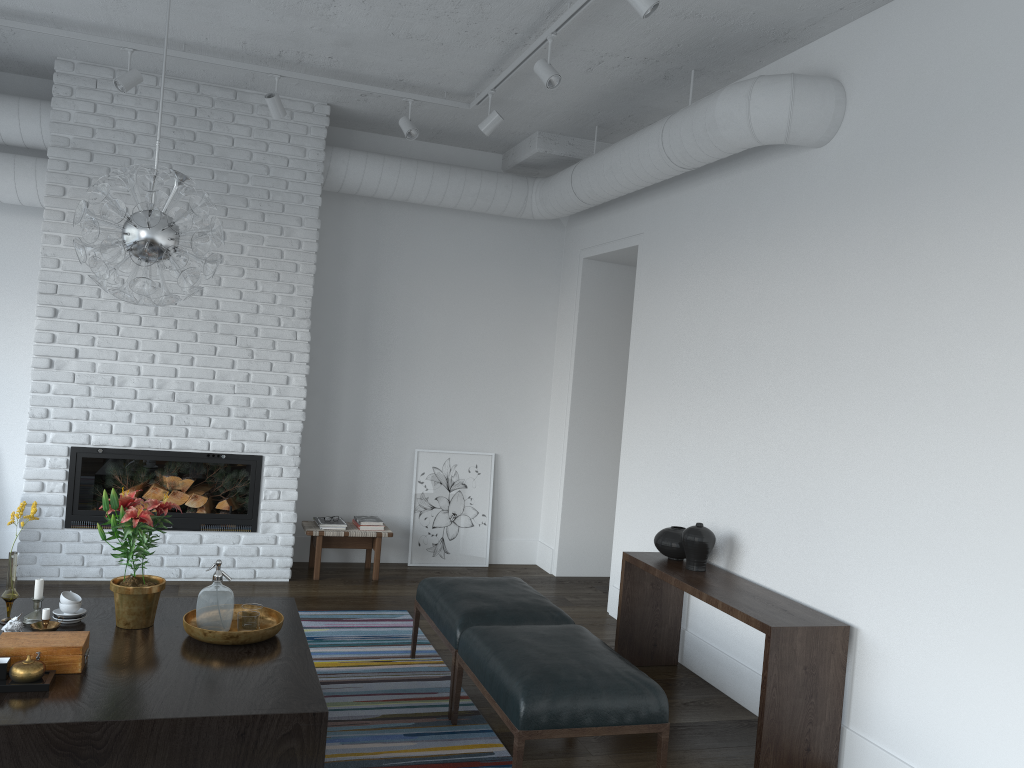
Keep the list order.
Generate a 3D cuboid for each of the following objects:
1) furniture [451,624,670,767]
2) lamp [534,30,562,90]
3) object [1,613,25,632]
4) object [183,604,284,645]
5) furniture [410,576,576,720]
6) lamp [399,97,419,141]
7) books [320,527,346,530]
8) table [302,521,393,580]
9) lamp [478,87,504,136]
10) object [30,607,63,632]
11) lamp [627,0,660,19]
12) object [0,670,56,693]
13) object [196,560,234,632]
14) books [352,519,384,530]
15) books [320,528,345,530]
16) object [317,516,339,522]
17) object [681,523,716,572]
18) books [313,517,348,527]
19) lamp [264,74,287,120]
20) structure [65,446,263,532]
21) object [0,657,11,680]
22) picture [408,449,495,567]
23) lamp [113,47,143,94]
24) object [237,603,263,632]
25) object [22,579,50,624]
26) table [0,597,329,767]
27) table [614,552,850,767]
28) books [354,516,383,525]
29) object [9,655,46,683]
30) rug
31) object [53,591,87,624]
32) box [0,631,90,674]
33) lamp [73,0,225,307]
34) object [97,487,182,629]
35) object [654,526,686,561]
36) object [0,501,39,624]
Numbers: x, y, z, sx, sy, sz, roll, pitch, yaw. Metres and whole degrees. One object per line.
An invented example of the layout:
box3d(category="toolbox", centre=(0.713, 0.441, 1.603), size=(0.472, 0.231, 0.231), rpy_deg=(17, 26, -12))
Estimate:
box3d(category="furniture", centre=(0.161, 1.268, 3.513), size=(0.583, 0.476, 0.827), rpy_deg=(5, 1, -18))
box3d(category="lamp", centre=(0.173, -1.544, 4.228), size=(0.154, 0.285, 0.094), rpy_deg=(6, 1, 45))
box3d(category="object", centre=(-1.877, 0.901, 3.337), size=(0.069, 0.078, 0.124), rpy_deg=(4, 1, -36))
box3d(category="object", centre=(-1.106, 0.961, 3.524), size=(0.383, 0.068, 0.383), rpy_deg=(5, 1, 24))
box3d(category="furniture", centre=(-0.106, 1.233, 4.321), size=(0.584, 0.478, 0.828), rpy_deg=(5, 1, -18))
box3d(category="lamp", centre=(-0.628, -1.629, 5.413), size=(0.093, 0.285, 0.154), rpy_deg=(4, 1, -40))
box3d(category="books", centre=(-1.284, 0.993, 6.274), size=(0.171, 0.011, 0.306), rpy_deg=(4, 1, -19))
box3d(category="table", centre=(-1.190, 1.187, 6.324), size=(0.605, 0.345, 0.405), rpy_deg=(5, 1, -18))
box3d(category="lamp", centre=(-0.119, -1.582, 5.141), size=(0.154, 0.285, 0.104), rpy_deg=(5, 1, 22))
box3d(category="object", centre=(-1.766, 0.894, 3.359), size=(0.102, 0.098, 0.102), rpy_deg=(5, 1, 21))
box3d(category="lamp", centre=(0.480, -1.505, 3.294), size=(0.154, 0.285, 0.100), rpy_deg=(5, 1, 5))
box3d(category="object", centre=(-1.591, 0.953, 2.843), size=(0.214, 0.023, 0.130), rpy_deg=(5, 1, -18))
box3d(category="object", centre=(-1.178, 0.842, 3.532), size=(0.143, 0.288, 0.143), rpy_deg=(6, 1, 43))
box3d(category="books", centre=(-1.033, 1.012, 6.383), size=(0.185, 0.032, 0.267), rpy_deg=(4, 1, -21))
box3d(category="books", centre=(-1.285, 1.003, 6.285), size=(0.172, 0.011, 0.273), rpy_deg=(4, 1, -19))
box3d(category="object", centre=(-1.304, 0.949, 6.286), size=(0.093, 0.038, 0.134), rpy_deg=(5, 1, 38))
box3d(category="object", centre=(0.939, 0.820, 4.483), size=(0.171, 0.236, 0.171), rpy_deg=(5, 1, -13))
box3d(category="books", centre=(-1.288, 0.978, 6.283), size=(0.202, 0.019, 0.280), rpy_deg=(4, 1, -21))
box3d(category="lamp", centre=(-1.377, -1.688, 5.166), size=(0.097, 0.285, 0.154), rpy_deg=(5, 1, 22))
box3d(category="structure", centre=(-2.315, 0.706, 5.999), size=(1.168, 0.578, 0.675), rpy_deg=(5, 1, -18))
box3d(category="object", centre=(-1.647, 0.914, 2.845), size=(0.058, 0.055, 0.058), rpy_deg=(5, 1, -18))
box3d(category="picture", centre=(-0.465, 0.963, 6.861), size=(0.637, 0.884, 0.093), rpy_deg=(5, 1, -18))
box3d(category="lamp", centre=(-2.123, -1.747, 4.916), size=(0.090, 0.285, 0.154), rpy_deg=(5, 1, 40))
box3d(category="object", centre=(-1.053, 0.950, 3.560), size=(0.085, 0.089, 0.195), rpy_deg=(5, 1, -9))
box3d(category="object", centre=(-1.864, 0.846, 3.488), size=(0.098, 0.174, 0.098), rpy_deg=(4, 1, -24))
box3d(category="table", centre=(-1.435, 1.169, 3.284), size=(1.306, 0.394, 1.362), rpy_deg=(5, 1, -18))
box3d(category="table", centre=(0.964, 1.254, 4.211), size=(0.375, 0.617, 1.362), rpy_deg=(5, 1, -18))
box3d(category="books", centre=(-1.034, 0.984, 6.390), size=(0.173, 0.025, 0.238), rpy_deg=(4, 1, -21))
box3d(category="object", centre=(-1.557, 0.910, 2.853), size=(0.103, 0.077, 0.103), rpy_deg=(6, 1, 43))
box3d(category="rug", centre=(-1.354, 1.379, 3.282), size=(2.735, 0.012, 3.760), rpy_deg=(5, 1, -18))
box3d(category="object", centre=(-1.754, 0.884, 3.521), size=(0.121, 0.113, 0.124), rpy_deg=(5, 1, 1))
box3d(category="box", centre=(-1.601, 0.914, 3.018), size=(0.294, 0.093, 0.169), rpy_deg=(5, 1, -18))
box3d(category="lamp", centre=(-1.383, -1.080, 3.492), size=(0.552, 1.546, 0.552), rpy_deg=(4, 1, -31))
box3d(category="object", centre=(-1.493, 0.684, 3.504), size=(0.275, 0.558, 0.284), rpy_deg=(5, 1, 34))
box3d(category="object", centre=(0.876, 0.845, 4.706), size=(0.245, 0.168, 0.245), rpy_deg=(4, 1, -27))
box3d(category="object", centre=(-1.910, 0.694, 3.446), size=(0.121, 0.470, 0.120), rpy_deg=(5, 1, -3))
